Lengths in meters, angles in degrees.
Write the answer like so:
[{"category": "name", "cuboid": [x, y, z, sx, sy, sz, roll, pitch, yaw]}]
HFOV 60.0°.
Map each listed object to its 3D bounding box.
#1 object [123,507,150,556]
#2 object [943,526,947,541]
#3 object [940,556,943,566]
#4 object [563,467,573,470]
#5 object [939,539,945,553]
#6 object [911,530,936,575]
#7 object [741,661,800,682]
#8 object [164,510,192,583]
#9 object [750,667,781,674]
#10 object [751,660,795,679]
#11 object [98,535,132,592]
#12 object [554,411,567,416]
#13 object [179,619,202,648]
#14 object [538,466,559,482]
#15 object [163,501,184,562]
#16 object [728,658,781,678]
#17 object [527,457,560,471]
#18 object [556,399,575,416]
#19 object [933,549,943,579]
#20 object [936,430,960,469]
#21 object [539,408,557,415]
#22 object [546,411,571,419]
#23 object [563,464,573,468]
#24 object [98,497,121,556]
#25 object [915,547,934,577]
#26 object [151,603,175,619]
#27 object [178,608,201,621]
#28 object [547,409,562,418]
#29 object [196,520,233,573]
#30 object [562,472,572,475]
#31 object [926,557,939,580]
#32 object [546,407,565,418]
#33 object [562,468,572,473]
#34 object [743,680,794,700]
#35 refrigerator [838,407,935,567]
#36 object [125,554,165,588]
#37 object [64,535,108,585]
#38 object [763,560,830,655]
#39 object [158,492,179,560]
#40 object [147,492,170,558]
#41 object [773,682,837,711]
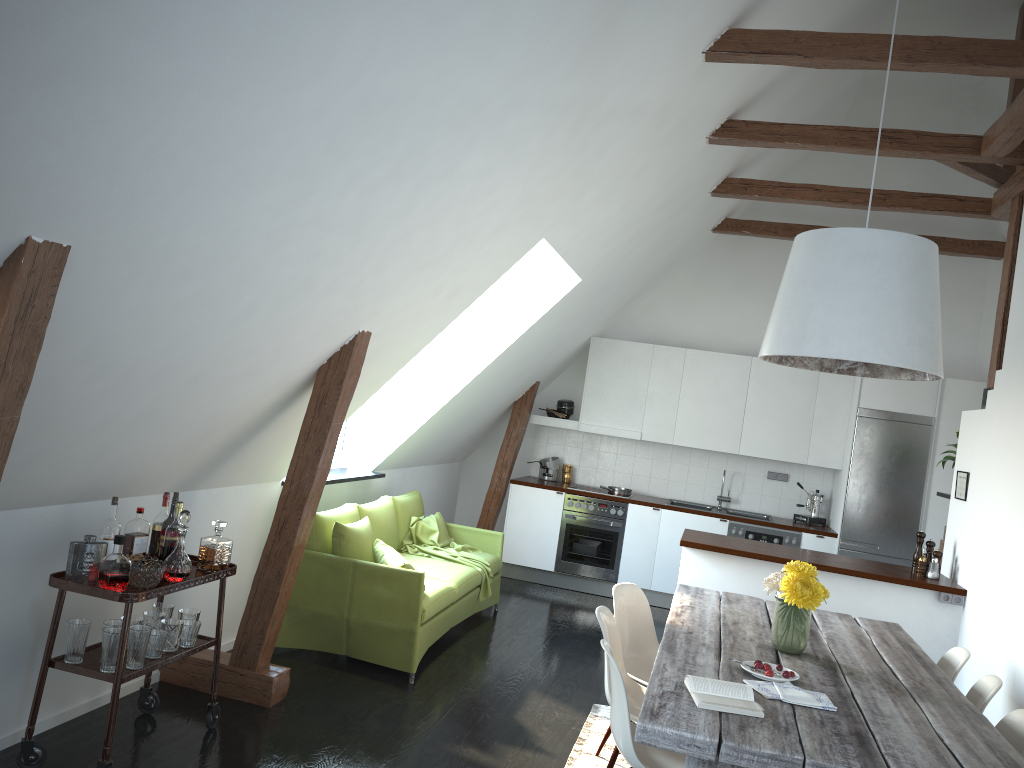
[{"category": "object", "cuboid": [-1.565, 0.643, 3.691, 0.067, 0.257, 0.099, 8, -1, 19]}, {"category": "object", "cuboid": [3.138, 1.052, 6.055, 0.329, 0.101, 0.287, 8, -1, 24]}, {"category": "object", "cuboid": [3.104, 1.250, 6.041, 0.329, 0.101, 0.287, 8, -1, 24]}, {"category": "object", "cuboid": [0.550, 0.847, 8.811, 0.100, 0.036, 0.100, 7, -2, 42]}, {"category": "object", "cuboid": [3.119, 1.152, 6.043, 0.287, 0.101, 0.329, 8, -1, 9]}, {"category": "object", "cuboid": [2.619, 1.072, 5.637, 0.123, 0.283, 0.061, 8, -1, 14]}, {"category": "object", "cuboid": [0.920, 1.034, 3.170, 0.205, 0.024, 0.205, 8, -1, 6]}, {"category": "object", "cuboid": [-1.342, 0.655, 3.591, 0.114, 0.292, 0.114, 9, -1, -14]}, {"category": "object", "cuboid": [0.905, 1.028, 3.173, 0.110, 0.011, 0.058, 8, -1, 17]}, {"category": "object", "cuboid": [0.937, 1.024, 3.178, 0.132, 0.034, 0.144, 9, -1, -15]}, {"category": "object", "cuboid": [-1.485, 0.671, 3.326, 0.087, 0.206, 0.087, 7, -2, 39]}, {"category": "object", "cuboid": [0.461, 0.288, 8.729, 0.065, 0.031, 0.335, 9, -1, -29]}, {"category": "object", "cuboid": [-1.374, 1.062, 3.765, 0.092, 0.099, 0.092, 8, -1, -9]}, {"category": "object", "cuboid": [0.377, 0.879, 8.747, 0.200, 0.154, 0.348, 8, -1, -7]}, {"category": "object", "cuboid": [-1.404, 0.642, 3.693, 0.081, 0.307, 0.081, 8, -1, 19]}, {"category": "object", "cuboid": [0.868, 1.016, 3.177, 0.194, 0.022, 0.019, 8, -1, 29]}, {"category": "object", "cuboid": [0.303, 0.790, 8.800, 0.371, 0.169, 0.203, 9, -1, -14]}, {"category": "object", "cuboid": [0.527, 0.234, 8.780, 0.190, 0.166, 0.200, 9, -1, -24]}, {"category": "object", "cuboid": [2.664, 1.127, 5.565, 0.058, 0.184, 0.058, 8, -1, 10]}, {"category": "object", "cuboid": [3.205, 0.541, 6.119, 0.493, 0.486, 0.506, 7, -2, 33]}, {"category": "object", "cuboid": [0.399, 0.287, 8.782, 0.357, 0.075, 0.244, 9, -1, -15]}, {"category": "object", "cuboid": [0.458, 0.310, 8.727, 0.243, 0.056, 0.350, 8, -1, 2]}, {"category": "object", "cuboid": [0.554, 0.827, 8.810, 0.100, 0.047, 0.099, 8, -1, 9]}, {"category": "object", "cuboid": [-1.584, 0.603, 3.489, 0.073, 0.320, 0.073, 8, -1, 4]}, {"category": "object", "cuboid": [2.583, 1.111, 5.557, 0.080, 0.192, 0.058, 8, -1, -2]}, {"category": "object", "cuboid": [-1.541, 1.030, 3.895, 0.095, 0.119, 0.095, 9, -1, -24]}, {"category": "object", "cuboid": [-1.415, 1.047, 3.867, 0.095, 0.119, 0.095, 9, -1, -24]}, {"category": "object", "cuboid": [0.410, 0.284, 8.685, 0.065, 0.065, 0.332, 9, -1, -19]}, {"category": "object", "cuboid": [-1.295, 0.708, 3.884, 0.101, 0.211, 0.101, 8, -1, 29]}, {"category": "object", "cuboid": [0.547, 0.882, 8.813, 0.099, 0.057, 0.101, 8, -1, 25]}, {"category": "object", "cuboid": [2.617, 1.144, 5.504, 0.069, 0.135, 0.069, 9, -1, -11]}, {"category": "object", "cuboid": [0.425, 0.280, 8.692, 0.061, 0.077, 0.331, 9, -1, -28]}, {"category": "object", "cuboid": [0.548, 0.864, 8.810, 0.100, 0.036, 0.100, 9, -1, -20]}, {"category": "object", "cuboid": [0.897, 1.031, 2.990, 0.182, 0.014, 0.185, 9, -1, -12]}, {"category": "refrigerator", "cuboid": [3.126, 1.164, 7.510, 0.609, 1.868, 0.031, 8, -1, 14]}, {"category": "object", "cuboid": [-1.451, 0.736, 3.476, 0.245, 0.092, 0.151, 7, -2, 43]}, {"category": "object", "cuboid": [-1.613, 0.668, 3.369, 0.135, 0.182, 0.052, 9, -2, -39]}, {"category": "object", "cuboid": [1.149, 0.903, 3.603, 0.233, 0.365, 0.293, 9, -1, -16]}, {"category": "object", "cuboid": [-1.450, 0.624, 3.768, 0.080, 0.329, 0.080, 8, -1, 4]}, {"category": "object", "cuboid": [-1.532, 0.627, 3.881, 0.081, 0.308, 0.081, 8, -1, 5]}, {"category": "object", "cuboid": [0.974, 1.040, 2.955, 0.182, 0.016, 0.179, 8, -1, 8]}]
